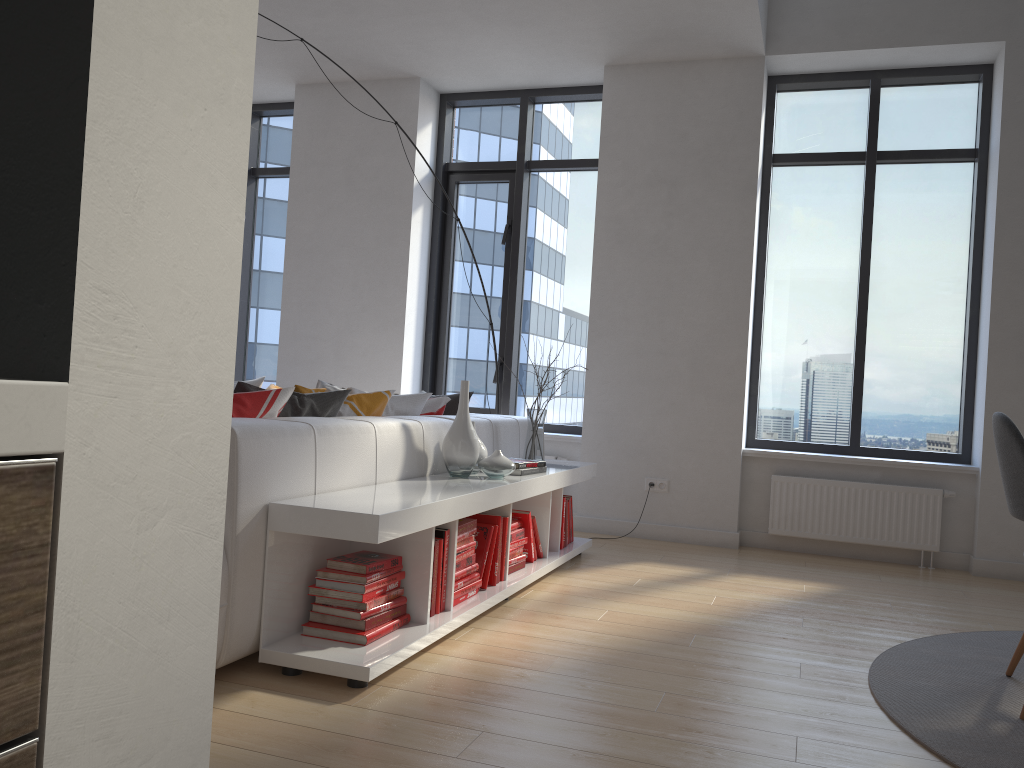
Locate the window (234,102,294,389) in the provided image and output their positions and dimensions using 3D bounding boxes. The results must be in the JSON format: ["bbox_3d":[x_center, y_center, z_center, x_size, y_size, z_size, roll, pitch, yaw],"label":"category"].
[{"bbox_3d":[-2.129,-1.006,7.060,1.310,2.402,0.170,3,-1,19],"label":"window"}]

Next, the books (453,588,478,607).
[{"bbox_3d":[-0.270,0.783,3.313,0.200,0.029,0.274,3,-1,19],"label":"books"}]

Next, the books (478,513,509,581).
[{"bbox_3d":[-0.109,0.677,3.697,0.181,0.269,0.028,3,-1,19],"label":"books"}]

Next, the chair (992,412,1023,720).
[{"bbox_3d":[1.787,0.549,2.696,0.619,0.891,0.655,3,-1,25],"label":"chair"}]

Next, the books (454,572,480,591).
[{"bbox_3d":[-0.253,0.728,3.310,0.187,0.026,0.266,3,-1,18],"label":"books"}]

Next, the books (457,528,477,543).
[{"bbox_3d":[-0.258,0.557,3.322,0.187,0.026,0.266,3,-1,13],"label":"books"}]

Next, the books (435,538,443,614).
[{"bbox_3d":[-0.338,0.661,3.099,0.195,0.259,0.042,3,-1,19],"label":"books"}]

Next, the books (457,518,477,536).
[{"bbox_3d":[-0.269,0.527,3.308,0.206,0.034,0.259,3,-1,16],"label":"books"}]

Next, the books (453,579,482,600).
[{"bbox_3d":[-0.251,0.756,3.311,0.188,0.030,0.282,3,-1,20],"label":"books"}]

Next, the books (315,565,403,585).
[{"bbox_3d":[-0.484,0.596,2.834,0.178,0.025,0.254,3,-1,18],"label":"books"}]

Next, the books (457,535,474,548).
[{"bbox_3d":[-0.272,0.582,3.306,0.182,0.025,0.257,3,-1,19],"label":"books"}]

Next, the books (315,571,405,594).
[{"bbox_3d":[-0.481,0.622,2.834,0.179,0.028,0.269,3,-1,20],"label":"books"}]

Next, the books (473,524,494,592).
[{"bbox_3d":[-0.188,0.680,3.512,0.188,0.247,0.144,3,-1,19],"label":"books"}]

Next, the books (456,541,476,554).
[{"bbox_3d":[-0.259,0.606,3.321,0.178,0.023,0.236,3,-1,19],"label":"books"}]

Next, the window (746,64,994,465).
[{"bbox_3d":[2.217,-0.751,5.575,1.310,2.402,0.170,3,-1,19],"label":"window"}]

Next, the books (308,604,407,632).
[{"bbox_3d":[-0.490,0.729,2.834,0.206,0.034,0.259,3,-1,22],"label":"books"}]

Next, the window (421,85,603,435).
[{"bbox_3d":[0.045,-0.879,6.317,1.310,2.402,0.170,3,-1,19],"label":"window"}]

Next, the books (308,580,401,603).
[{"bbox_3d":[-0.500,0.648,2.836,0.191,0.028,0.261,3,-1,19],"label":"books"}]

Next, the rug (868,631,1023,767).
[{"bbox_3d":[2.320,1.024,2.427,2.499,0.010,2.499,4,-1,-8],"label":"rug"}]

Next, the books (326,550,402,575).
[{"bbox_3d":[-0.471,0.570,2.838,0.152,0.029,0.206,3,-1,25],"label":"books"}]

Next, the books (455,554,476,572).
[{"bbox_3d":[-0.285,0.663,3.321,0.206,0.039,0.279,3,-1,20],"label":"books"}]

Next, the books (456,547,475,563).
[{"bbox_3d":[-0.268,0.631,3.314,0.191,0.027,0.261,3,-1,15],"label":"books"}]

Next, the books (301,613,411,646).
[{"bbox_3d":[-0.489,0.762,2.815,0.227,0.032,0.301,3,-1,19],"label":"books"}]

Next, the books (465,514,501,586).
[{"bbox_3d":[-0.147,0.669,3.609,0.199,0.282,0.046,3,-1,19],"label":"books"}]

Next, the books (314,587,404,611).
[{"bbox_3d":[-0.484,0.674,2.835,0.182,0.025,0.257,3,-1,19],"label":"books"}]

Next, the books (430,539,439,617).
[{"bbox_3d":[-0.360,0.660,3.066,0.207,0.259,0.034,3,-1,19],"label":"books"}]

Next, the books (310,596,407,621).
[{"bbox_3d":[-0.483,0.700,2.822,0.187,0.026,0.266,3,-1,24],"label":"books"}]

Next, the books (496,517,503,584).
[{"bbox_3d":[-0.151,0.673,3.650,0.215,0.270,0.038,3,-1,19],"label":"books"}]

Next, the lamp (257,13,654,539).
[{"bbox_3d":[-0.529,-0.450,4.871,3.199,2.647,0.710,4,-1,-35],"label":"lamp"}]

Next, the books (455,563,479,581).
[{"bbox_3d":[-0.284,0.699,3.326,0.227,0.032,0.301,3,-1,19],"label":"books"}]

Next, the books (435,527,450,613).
[{"bbox_3d":[-0.331,0.646,3.133,0.214,0.291,0.049,3,-1,19],"label":"books"}]
